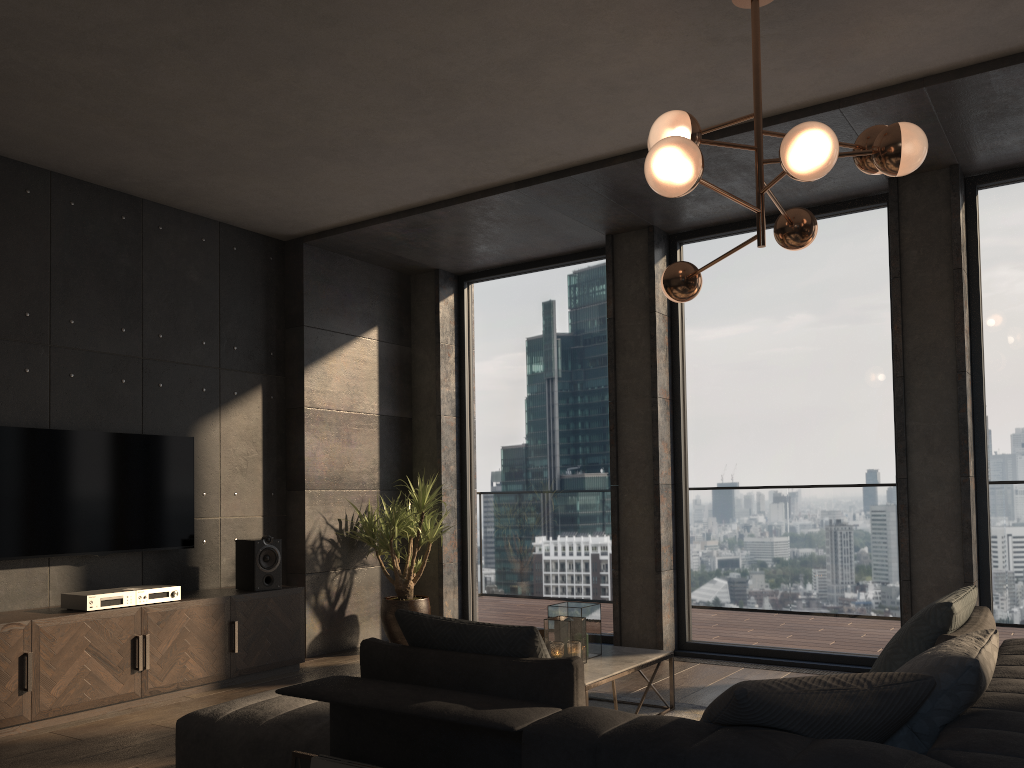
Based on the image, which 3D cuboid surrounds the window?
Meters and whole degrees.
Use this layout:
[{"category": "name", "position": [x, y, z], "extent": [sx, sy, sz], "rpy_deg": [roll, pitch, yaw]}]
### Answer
[{"category": "window", "position": [2.595, 0.275, 5.369], "extent": [7.285, 2.987, 0.199], "rpy_deg": [-5, -4, 34]}]

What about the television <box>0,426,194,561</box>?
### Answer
[{"category": "television", "position": [-2.436, 0.650, 5.217], "extent": [0.057, 0.732, 1.271], "rpy_deg": [-2, -6, 34]}]

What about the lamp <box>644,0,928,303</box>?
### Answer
[{"category": "lamp", "position": [1.036, -0.989, 3.429], "extent": [1.015, 1.033, 1.473], "rpy_deg": [-2, -6, 10]}]

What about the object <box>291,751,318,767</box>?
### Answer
[{"category": "object", "position": [-0.451, 1.270, 2.452], "extent": [0.669, 0.350, 0.217], "rpy_deg": [-5, -5, 34]}]

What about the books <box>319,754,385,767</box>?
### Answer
[{"category": "books", "position": [-0.350, 1.260, 2.462], "extent": [0.569, 0.354, 0.062], "rpy_deg": [-5, -4, 34]}]

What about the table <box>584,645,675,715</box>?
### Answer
[{"category": "table", "position": [0.194, 1.528, 4.432], "extent": [0.933, 0.307, 0.934], "rpy_deg": [-6, -8, 34]}]

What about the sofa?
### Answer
[{"category": "sofa", "position": [0.297, 1.124, 3.085], "extent": [2.918, 0.780, 2.032], "rpy_deg": [-6, -8, 33]}]

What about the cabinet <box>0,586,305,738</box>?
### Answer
[{"category": "cabinet", "position": [-2.254, 1.533, 5.028], "extent": [0.542, 0.548, 2.418], "rpy_deg": [-4, -8, 34]}]

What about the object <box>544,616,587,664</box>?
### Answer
[{"category": "object", "position": [0.257, 1.238, 4.251], "extent": [0.150, 0.219, 0.149], "rpy_deg": [-3, -5, 34]}]

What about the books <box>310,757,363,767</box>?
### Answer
[{"category": "books", "position": [-0.373, 1.258, 2.436], "extent": [0.569, 0.351, 0.079], "rpy_deg": [-5, -4, 34]}]

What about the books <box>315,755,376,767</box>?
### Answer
[{"category": "books", "position": [-0.361, 1.259, 2.451], "extent": [0.569, 0.353, 0.068], "rpy_deg": [-5, -4, 34]}]

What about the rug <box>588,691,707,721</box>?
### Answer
[{"category": "rug", "position": [0.416, 1.626, 3.988], "extent": [3.152, 0.020, 1.737], "rpy_deg": [-6, -9, 34]}]

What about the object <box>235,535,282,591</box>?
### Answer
[{"category": "object", "position": [-1.660, 1.168, 5.791], "extent": [0.250, 0.352, 0.198], "rpy_deg": [-5, -5, 44]}]

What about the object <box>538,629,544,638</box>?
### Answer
[{"category": "object", "position": [0.124, 1.363, 4.664], "extent": [0.347, 0.083, 0.349], "rpy_deg": [-2, -7, 11]}]

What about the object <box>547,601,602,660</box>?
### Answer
[{"category": "object", "position": [0.317, 1.244, 4.461], "extent": [0.197, 0.260, 0.200], "rpy_deg": [-4, -5, 34]}]

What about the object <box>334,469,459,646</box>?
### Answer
[{"category": "object", "position": [-0.896, 1.322, 6.703], "extent": [0.952, 1.354, 1.029], "rpy_deg": [1, -4, -25]}]

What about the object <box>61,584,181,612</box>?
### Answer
[{"category": "object", "position": [-2.201, 1.209, 5.001], "extent": [0.271, 0.087, 0.575], "rpy_deg": [-5, -9, 33]}]

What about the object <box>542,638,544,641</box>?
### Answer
[{"category": "object", "position": [0.115, 1.366, 4.667], "extent": [0.324, 0.071, 0.279], "rpy_deg": [-4, -8, 23]}]
